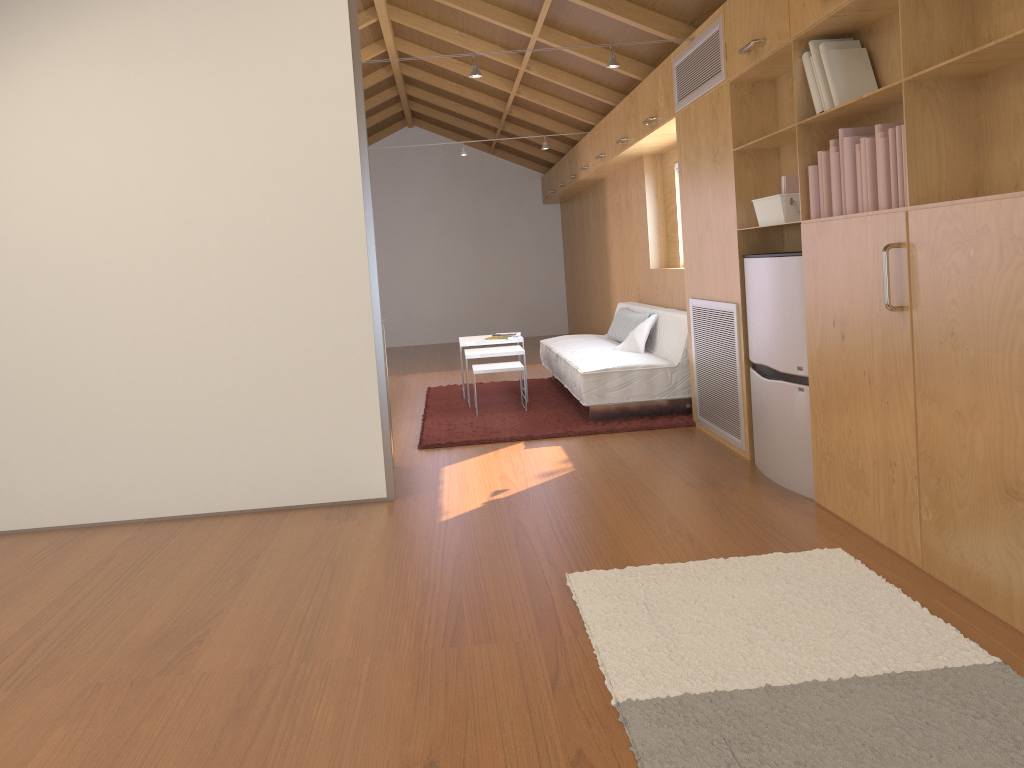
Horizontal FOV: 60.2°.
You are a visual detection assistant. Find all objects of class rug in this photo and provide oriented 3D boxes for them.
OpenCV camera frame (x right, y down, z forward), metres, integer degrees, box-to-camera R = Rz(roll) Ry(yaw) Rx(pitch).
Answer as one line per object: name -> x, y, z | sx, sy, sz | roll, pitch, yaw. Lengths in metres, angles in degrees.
rug -> 0.320, 0.136, 6.371 | 1.886, 0.020, 2.496 | -5, 8, -4
rug -> 0.769, 0.831, 1.048 | 0.917, 0.011, 3.745 | -4, 8, -4

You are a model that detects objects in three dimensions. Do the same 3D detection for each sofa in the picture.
sofa -> 0.743, -0.224, 6.494 | 0.863, 0.625, 2.369 | -4, 7, -4

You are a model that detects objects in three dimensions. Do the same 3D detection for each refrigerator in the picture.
refrigerator -> 1.228, -0.079, 3.846 | 0.262, 0.982, 0.717 | -4, 5, -4

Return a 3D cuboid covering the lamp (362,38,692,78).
lamp -> -0.951, -1.605, 4.517 | 3.829, 0.152, 0.073 | -5, 4, -4

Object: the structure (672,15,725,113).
structure -> 0.967, -1.651, 4.627 | 0.013, 0.299, 0.908 | -4, 7, -4

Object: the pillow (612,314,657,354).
pillow -> 0.859, -0.350, 6.148 | 0.268, 0.250, 0.346 | -9, 8, -40

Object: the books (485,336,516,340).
books -> -0.088, -0.356, 6.832 | 0.193, 0.016, 0.154 | 0, 9, 25

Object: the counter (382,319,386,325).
counter -> -1.686, -0.205, 4.229 | 2.110, 0.021, 0.654 | -5, 8, -4

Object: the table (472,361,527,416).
table -> -0.091, 0.027, 6.137 | 0.342, 0.307, 0.371 | -4, 6, -4

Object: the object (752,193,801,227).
object -> 1.194, -0.752, 3.819 | 0.203, 0.122, 0.352 | -4, 7, -4

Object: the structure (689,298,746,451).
structure -> 1.079, -0.083, 4.692 | 0.013, 0.717, 0.824 | -4, 6, -4

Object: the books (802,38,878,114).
books -> 1.213, -1.143, 3.273 | 0.176, 0.295, 0.281 | -4, 5, -4

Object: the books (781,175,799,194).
books -> 1.203, -0.777, 3.693 | 0.150, 0.191, 0.089 | -4, 4, -4

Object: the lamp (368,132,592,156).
lamp -> -1.186, -2.021, 7.697 | 3.829, 0.152, 0.073 | -5, 4, -4

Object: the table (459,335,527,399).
table -> -0.158, -0.150, 6.992 | 0.485, 0.436, 0.528 | -4, 6, -4

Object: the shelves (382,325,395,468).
shelves -> -1.658, 0.186, 4.251 | 2.093, 0.749, 0.636 | -5, 5, -4

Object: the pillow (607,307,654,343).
pillow -> 0.890, -0.436, 6.775 | 0.171, 0.250, 1.048 | -4, 7, -4

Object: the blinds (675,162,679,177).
blinds -> 1.293, -1.514, 5.914 | 0.047, 0.110, 1.507 | -4, 8, -4

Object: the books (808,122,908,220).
books -> 1.327, -0.762, 1.835 | 0.189, 0.654, 3.129 | -4, 8, -4

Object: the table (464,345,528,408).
table -> -0.123, -0.062, 6.534 | 0.424, 0.381, 0.461 | -4, 6, -4

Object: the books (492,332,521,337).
books -> -0.043, -0.385, 6.904 | 0.193, 0.016, 0.154 | -2, 8, 16
